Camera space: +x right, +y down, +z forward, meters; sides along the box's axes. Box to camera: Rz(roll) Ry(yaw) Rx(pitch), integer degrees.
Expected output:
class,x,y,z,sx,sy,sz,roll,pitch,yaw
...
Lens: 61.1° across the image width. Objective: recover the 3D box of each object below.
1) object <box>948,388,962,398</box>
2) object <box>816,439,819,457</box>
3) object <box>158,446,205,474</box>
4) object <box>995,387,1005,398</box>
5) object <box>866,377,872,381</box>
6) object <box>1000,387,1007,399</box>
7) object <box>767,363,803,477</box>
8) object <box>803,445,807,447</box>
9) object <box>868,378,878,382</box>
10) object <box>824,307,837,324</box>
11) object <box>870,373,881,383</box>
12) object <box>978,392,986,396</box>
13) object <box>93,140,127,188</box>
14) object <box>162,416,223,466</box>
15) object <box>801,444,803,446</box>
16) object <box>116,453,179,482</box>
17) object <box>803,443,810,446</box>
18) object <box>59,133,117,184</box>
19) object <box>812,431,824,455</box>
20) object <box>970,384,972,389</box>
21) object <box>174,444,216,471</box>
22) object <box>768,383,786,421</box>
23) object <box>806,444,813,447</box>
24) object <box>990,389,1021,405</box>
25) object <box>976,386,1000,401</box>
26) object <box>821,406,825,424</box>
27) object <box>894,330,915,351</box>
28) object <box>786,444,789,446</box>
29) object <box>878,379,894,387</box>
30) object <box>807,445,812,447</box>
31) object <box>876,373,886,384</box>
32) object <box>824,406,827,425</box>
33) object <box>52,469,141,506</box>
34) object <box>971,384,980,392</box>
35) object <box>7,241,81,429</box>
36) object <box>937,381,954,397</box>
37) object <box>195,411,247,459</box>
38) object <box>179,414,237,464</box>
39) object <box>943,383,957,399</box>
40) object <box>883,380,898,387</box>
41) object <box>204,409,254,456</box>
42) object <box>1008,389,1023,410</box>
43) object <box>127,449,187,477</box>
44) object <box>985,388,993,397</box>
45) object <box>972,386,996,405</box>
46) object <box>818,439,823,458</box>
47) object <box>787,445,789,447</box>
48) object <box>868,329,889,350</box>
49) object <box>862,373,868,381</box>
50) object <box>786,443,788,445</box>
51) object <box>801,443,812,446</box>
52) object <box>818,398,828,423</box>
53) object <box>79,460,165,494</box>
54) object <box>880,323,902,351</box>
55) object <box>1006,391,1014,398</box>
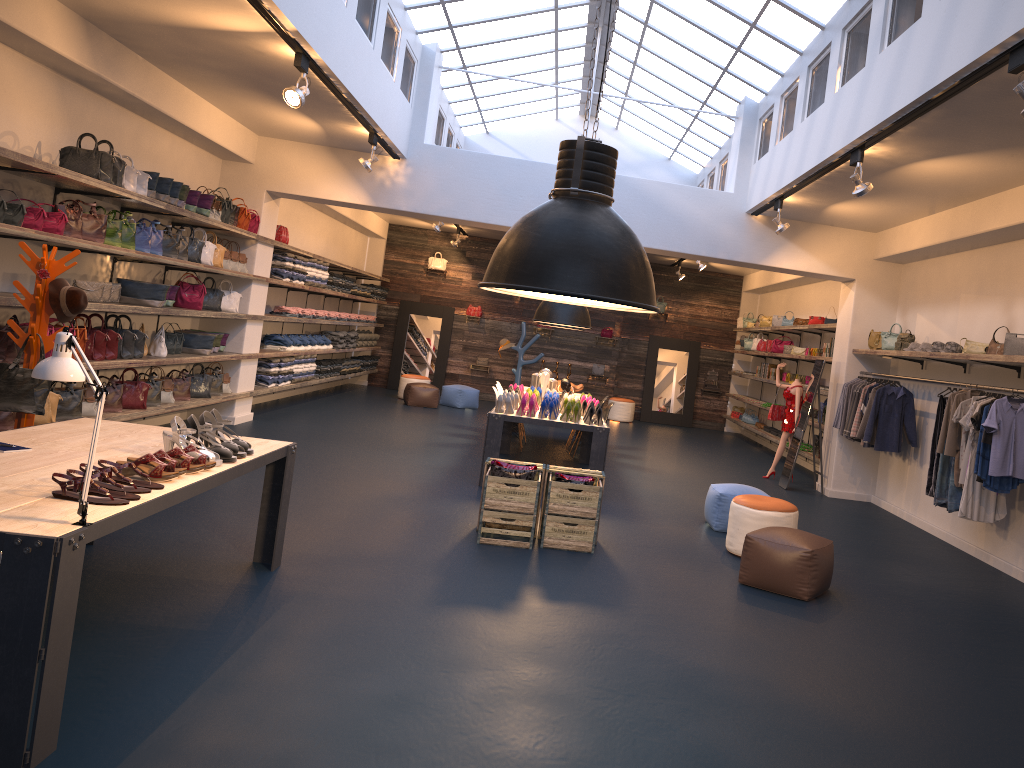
class,x,y,z,sx,sy,sz,roll,pitch,yaw
object,4.396,0.073,8.506,0.236,0.177,0.014,8,-2,-7
object,4.582,0.908,12.600,0.373,0.339,0.218,8,0,3
object,-1.537,0.342,3.960,0.267,0.117,0.097,7,1,-12
object,4.351,0.124,7.729,0.393,0.198,0.009,8,-2,-6
object,4.522,-0.040,10.958,0.437,0.220,0.010,8,-2,-6
object,4.347,0.139,7.660,0.435,0.220,0.010,8,-2,-5
object,3.926,0.544,12.291,0.366,1.668,0.701,9,-1,-22
object,4.544,0.970,13.614,0.235,0.068,0.085,8,2,2
object,4.513,-0.032,10.818,0.437,0.220,0.010,8,-2,-6
object,4.743,-1.008,12.872,0.188,0.280,0.062,8,-1,28
object,4.508,-0.027,10.721,0.437,0.220,0.010,8,-2,-6
object,4.368,0.119,8.049,0.438,0.220,0.010,8,-2,-7
object,-3.393,-1.823,7.134,0.430,0.387,0.190,8,-1,-4
object,-1.537,0.276,4.194,0.290,0.224,0.114,8,0,-14
object,4.523,0.960,13.706,0.235,0.064,0.085,8,2,2
object,-1.567,0.352,3.730,0.266,0.117,0.097,7,1,-11
object,4.723,0.984,13.813,0.247,0.075,0.079,7,1,-19
object,-3.385,-1.811,6.942,0.438,0.387,0.187,8,-1,-10
object,4.609,0.875,12.774,0.367,0.391,0.182,8,-1,10
object,4.384,0.085,8.297,0.410,0.179,0.017,8,-2,-5
object,-1.517,0.338,4.077,0.258,0.117,0.100,8,1,0
object,3.867,0.260,12.541,0.340,0.554,0.084,8,-1,-28
object,4.692,0.984,13.725,0.251,0.073,0.079,6,2,-27
object,4.339,0.128,7.524,0.410,0.179,0.017,8,-2,-5
object,4.362,0.109,7.840,0.367,0.177,0.014,8,-1,-7
object,4.630,0.430,12.508,0.373,0.339,0.218,8,0,3
object,4.692,-0.509,10.360,0.236,0.284,0.385,8,2,17
object,4.473,0.975,13.833,0.240,0.058,0.081,7,2,-10
object,4.509,-0.012,10.465,0.437,0.220,0.010,8,-2,-6
object,4.715,0.992,13.632,0.252,0.068,0.079,6,2,-26
object,4.514,-0.019,10.586,0.437,0.220,0.010,8,-2,-6
object,4.589,0.428,12.311,0.348,0.357,0.160,8,-1,-5
object,-1.577,0.390,3.307,0.281,0.090,0.212,8,3,-3
object,4.372,0.091,8.171,0.410,0.179,0.017,8,-2,-5
object,-3.122,-0.045,5.635,0.419,1.733,0.469,7,-1,25
object,4.409,0.059,8.754,0.236,0.177,0.014,8,-2,-7
object,-1.507,0.262,4.490,0.283,0.224,0.117,8,0,-4
object,-1.509,0.271,4.334,0.291,0.224,0.114,7,0,-14
object,4.403,0.066,8.625,0.236,0.177,0.014,8,-2,-7
object,4.490,-0.002,10.280,0.437,0.220,0.010,8,-2,-6
object,-1.504,0.254,4.623,0.283,0.224,0.117,8,0,-5
object,4.337,0.131,7.449,0.410,0.179,0.017,8,-2,-5
object,-1.566,0.345,3.849,0.255,0.117,0.101,8,1,4
object,4.361,0.113,7.945,0.305,0.198,0.012,8,-2,-6
object,4.363,0.116,7.885,0.367,0.198,0.014,8,-2,-7
object,4.541,0.905,12.402,0.348,0.357,0.160,8,-1,-5
object,4.455,0.978,13.741,0.240,0.058,0.081,7,2,-10
object,4.702,-0.548,11.094,0.300,0.284,0.216,8,0,26
object,4.530,-0.049,11.119,0.437,0.220,0.010,8,-2,-6
object,4.471,0.969,13.926,0.240,0.058,0.081,7,2,-10
object,4.704,0.972,13.931,0.220,0.053,0.091,10,3,29
object,4.657,0.397,12.683,0.367,0.391,0.182,8,-1,10
object,-1.582,0.375,3.542,0.281,0.090,0.223,8,3,1
object,4.742,-0.571,10.752,0.341,0.367,0.188,8,0,34
object,4.343,0.143,7.578,0.436,0.220,0.010,8,-2,-6
